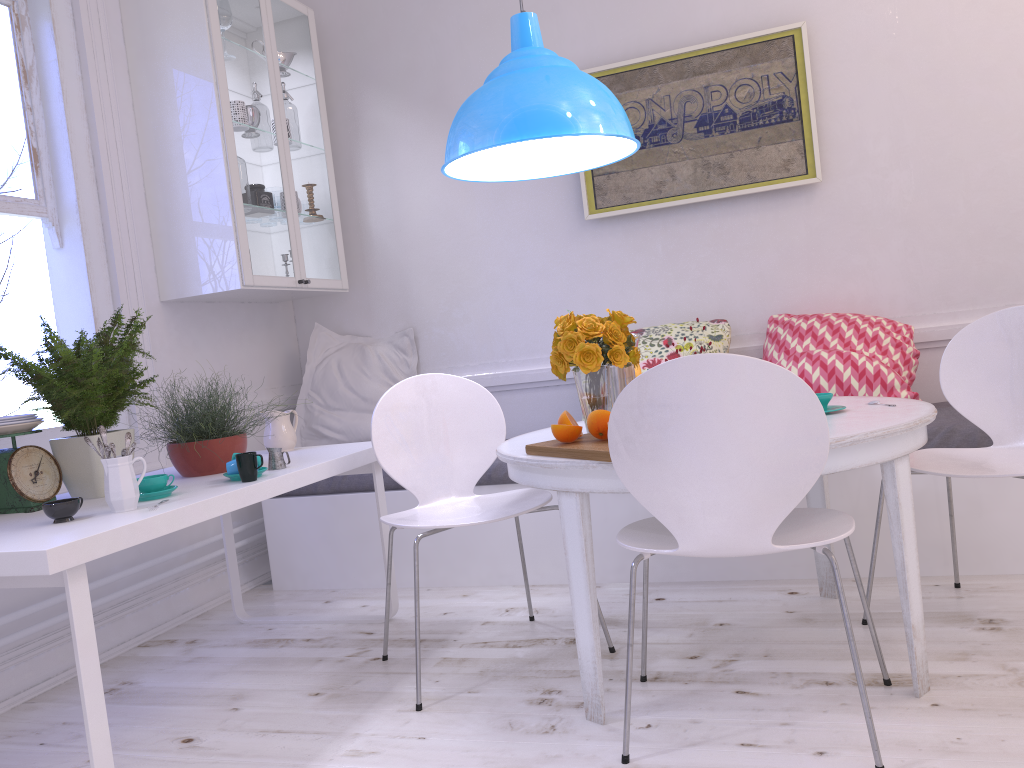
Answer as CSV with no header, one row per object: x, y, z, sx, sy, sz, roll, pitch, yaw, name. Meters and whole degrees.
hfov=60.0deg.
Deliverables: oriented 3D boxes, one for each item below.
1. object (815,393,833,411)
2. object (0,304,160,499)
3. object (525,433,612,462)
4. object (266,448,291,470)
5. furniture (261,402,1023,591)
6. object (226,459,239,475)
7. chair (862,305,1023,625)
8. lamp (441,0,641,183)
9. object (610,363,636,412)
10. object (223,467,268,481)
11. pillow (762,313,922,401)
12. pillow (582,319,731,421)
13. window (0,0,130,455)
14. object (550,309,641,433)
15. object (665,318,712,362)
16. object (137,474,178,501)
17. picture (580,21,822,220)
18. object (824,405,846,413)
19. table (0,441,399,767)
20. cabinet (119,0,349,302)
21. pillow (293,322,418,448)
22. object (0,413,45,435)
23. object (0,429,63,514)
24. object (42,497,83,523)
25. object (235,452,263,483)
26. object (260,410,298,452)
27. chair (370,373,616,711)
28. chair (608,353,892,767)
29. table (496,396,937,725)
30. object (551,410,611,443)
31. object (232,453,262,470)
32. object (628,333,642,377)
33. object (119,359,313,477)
0.801,0.050,2.336,0.088,0.043,0.088,-5,3,27,object
-1.174,0.050,2.458,0.368,0.527,0.438,-6,3,19,object
0.216,0.145,2.101,0.224,0.024,0.347,-8,3,-31,object
-0.696,0.217,2.629,0.052,0.067,0.066,-6,3,20,object
0.618,0.426,3.456,3.296,0.508,0.769,-6,3,19,furniture
-0.749,0.228,2.464,0.080,0.058,0.069,-7,3,-8,object
1.307,0.224,2.389,0.483,0.845,0.604,-9,3,-36,chair
-0.034,-1.599,2.475,0.568,1.948,0.568,-9,3,-37,lamp
0.291,0.038,2.468,0.101,0.186,0.122,-9,3,-41,object
-0.744,0.253,2.480,0.121,0.021,0.121,-8,3,-30,object
1.227,-0.075,3.359,0.587,0.424,0.491,-6,3,22,pillow
0.586,-0.014,3.589,0.592,0.447,0.509,-6,3,24,pillow
-1.825,-0.596,2.764,0.181,1.782,1.234,-6,3,19,window
0.224,-0.031,2.324,0.235,0.351,0.234,-8,3,-16,object
0.493,-0.034,2.401,0.128,0.287,0.128,-6,3,21,object
-0.927,0.266,2.287,0.121,0.055,0.121,-8,3,-30,object
0.736,-1.066,3.659,0.971,0.629,0.020,-6,3,19,picture
0.803,0.071,2.337,0.147,0.011,0.147,-6,3,22,object
-0.955,0.598,2.548,0.736,0.619,1.514,-6,3,19,table
-1.141,-1.032,3.804,0.425,1.311,0.823,-6,3,19,cabinet
-0.734,0.010,4.163,0.677,0.642,0.374,-7,3,-10,pillow
-1.337,0.108,2.361,0.164,0.047,0.163,-8,3,-21,object
-1.310,0.233,2.368,0.185,0.208,0.159,-6,3,19,object
-1.040,0.294,2.054,0.082,0.048,0.079,-8,3,-21,object
-0.710,0.225,2.394,0.070,0.077,0.055,-4,4,45,object
-0.835,0.166,3.185,0.115,0.152,0.127,-7,3,2,object
-0.125,0.385,2.594,0.604,0.845,0.483,-8,3,-25,chair
0.490,0.341,1.958,0.604,0.845,0.483,-6,3,19,chair
0.558,0.419,2.417,1.140,0.629,1.140,-9,4,-42,table
0.184,0.100,2.098,0.129,0.075,0.285,-9,3,-34,object
-0.749,0.220,2.501,0.082,0.059,0.069,-7,3,-3,object
0.345,-0.013,2.557,0.094,0.267,0.116,-9,4,-44,object
-0.956,0.109,2.767,0.531,0.367,0.668,-4,4,44,object
